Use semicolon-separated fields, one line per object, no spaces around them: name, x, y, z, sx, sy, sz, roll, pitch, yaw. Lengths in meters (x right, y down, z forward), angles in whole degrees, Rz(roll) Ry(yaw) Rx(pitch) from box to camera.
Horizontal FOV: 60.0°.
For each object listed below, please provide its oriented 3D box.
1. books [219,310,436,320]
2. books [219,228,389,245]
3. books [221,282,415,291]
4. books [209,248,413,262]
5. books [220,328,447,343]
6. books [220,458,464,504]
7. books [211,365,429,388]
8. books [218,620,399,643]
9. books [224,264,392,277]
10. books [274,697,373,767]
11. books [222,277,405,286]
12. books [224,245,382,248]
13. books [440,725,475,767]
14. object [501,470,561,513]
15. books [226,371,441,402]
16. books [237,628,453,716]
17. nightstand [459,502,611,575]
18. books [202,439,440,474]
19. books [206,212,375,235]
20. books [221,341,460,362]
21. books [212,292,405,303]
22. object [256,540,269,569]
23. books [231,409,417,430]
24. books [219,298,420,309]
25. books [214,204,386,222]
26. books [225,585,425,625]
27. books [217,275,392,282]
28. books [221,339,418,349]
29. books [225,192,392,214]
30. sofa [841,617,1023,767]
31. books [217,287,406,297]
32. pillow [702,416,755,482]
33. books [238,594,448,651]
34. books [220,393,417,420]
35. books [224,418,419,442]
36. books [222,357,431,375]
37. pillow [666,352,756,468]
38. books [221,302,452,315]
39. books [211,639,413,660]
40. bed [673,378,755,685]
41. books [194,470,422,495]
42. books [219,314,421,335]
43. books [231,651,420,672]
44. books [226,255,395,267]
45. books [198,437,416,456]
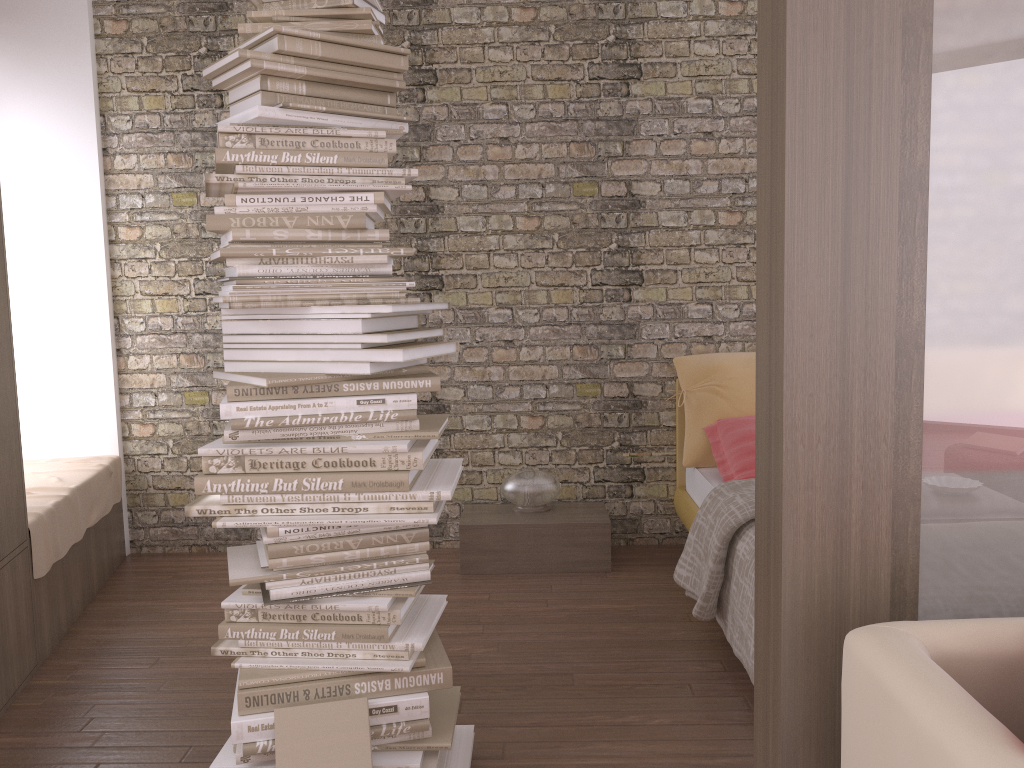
books;-0.477;-0.184;2.339;0.443;0.010;0.345;1;6;21
books;-0.541;-0.376;2.286;0.379;0.028;0.297;-4;7;-24
books;-0.509;-0.252;2.298;0.446;0.012;0.291;-4;7;-24
books;-0.523;-0.333;2.288;0.467;0.020;0.283;-4;7;-24
books;-0.461;-0.128;2.327;0.484;0.020;0.323;1;6;21
books;-0.428;0.256;2.374;0.566;0.025;0.423;-1;6;1
books;-0.509;-0.033;2.350;0.450;0.022;0.364;-6;8;-38
books;-0.500;0.600;2.356;0.432;0.038;0.339;-1;6;6
books;-0.537;-0.292;2.313;0.379;0.028;0.297;-4;7;-24
books;-0.427;0.937;2.039;0.218;0.363;0.246;-3;6;-14
books;-0.520;-0.265;2.302;0.412;0.011;0.308;-4;7;-24
books;-0.548;-0.347;2.278;0.368;0.009;0.262;-4;7;-24
books;-0.395;1.025;2.359;0.566;0.025;0.423;-1;6;1
object;0.093;0.522;4.367;0.296;0.199;0.211;-1;6;-1
books;-0.473;-0.004;2.351;0.518;0.038;0.341;-3;6;-14
books;-0.441;0.735;2.333;0.518;0.057;0.341;-3;6;-14
nightstand;0.112;0.746;4.331;0.707;0.240;0.400;-1;6;1
books;-0.485;0.172;2.377;0.542;0.046;0.421;-1;6;1
books;-0.554;-0.408;2.287;0.379;0.039;0.297;-2;6;-4
books;-0.442;-0.087;2.321;0.524;0.030;0.317;1;6;21
books;-0.532;-0.224;2.298;0.444;0.015;0.279;-4;7;-24
object;-0.456;0.427;2.345;0.413;0.008;0.243;-3;6;-19
books;-0.493;0.071;2.320;0.442;0.025;0.346;-3;6;-14
books;-0.502;-0.209;2.293;0.469;0.015;0.267;-4;7;-24
books;-0.533;-0.438;2.290;0.388;0.020;0.287;-2;6;-4
books;-0.479;0.559;2.371;0.448;0.038;0.348;-1;6;6
books;-0.545;-0.274;2.301;0.395;0.007;0.308;-4;7;-24
books;-0.499;-0.109;2.328;0.413;0.013;0.294;1;6;21
books;-0.509;-0.462;2.284;0.379;0.028;0.297;-2;6;-4
sofa;1.653;0.786;1.082;2.204;0.751;0.919;-1;6;1
books;-0.524;-0.239;2.300;0.432;0.013;0.288;-4;7;-24
pillow;1.308;0.287;3.926;0.831;0.264;0.538;-1;6;1
books;-0.433;0.628;2.365;0.468;0.021;0.350;-1;6;6
books;-0.508;0.038;2.335;0.469;0.038;0.364;-3;6;-14
books;-0.505;0.097;2.356;0.469;0.028;0.368;-3;6;-14
books;-0.482;-0.057;2.343;0.435;0.030;0.322;1;6;21
pillow;1.263;0.114;4.280;1.019;0.527;0.355;-1;6;1
books;-0.454;-0.198;2.318;0.500;0.018;0.326;1;6;21
books;-0.488;0.654;2.368;0.506;0.023;0.330;-1;6;6
bed;1.732;0.501;3.324;2.219;0.861;2.360;-1;6;1
books;-0.508;0.222;2.356;0.522;0.046;0.410;-1;6;1
books;-0.495;-0.157;2.329;0.417;0.036;0.308;1;6;21
books;-0.452;0.676;2.338;0.448;0.013;0.350;-1;6;6
books;-0.509;-0.316;2.304;0.388;0.020;0.287;-2;6;-4
books;-0.505;0.141;2.349;0.510;0.020;0.399;-1;6;1
